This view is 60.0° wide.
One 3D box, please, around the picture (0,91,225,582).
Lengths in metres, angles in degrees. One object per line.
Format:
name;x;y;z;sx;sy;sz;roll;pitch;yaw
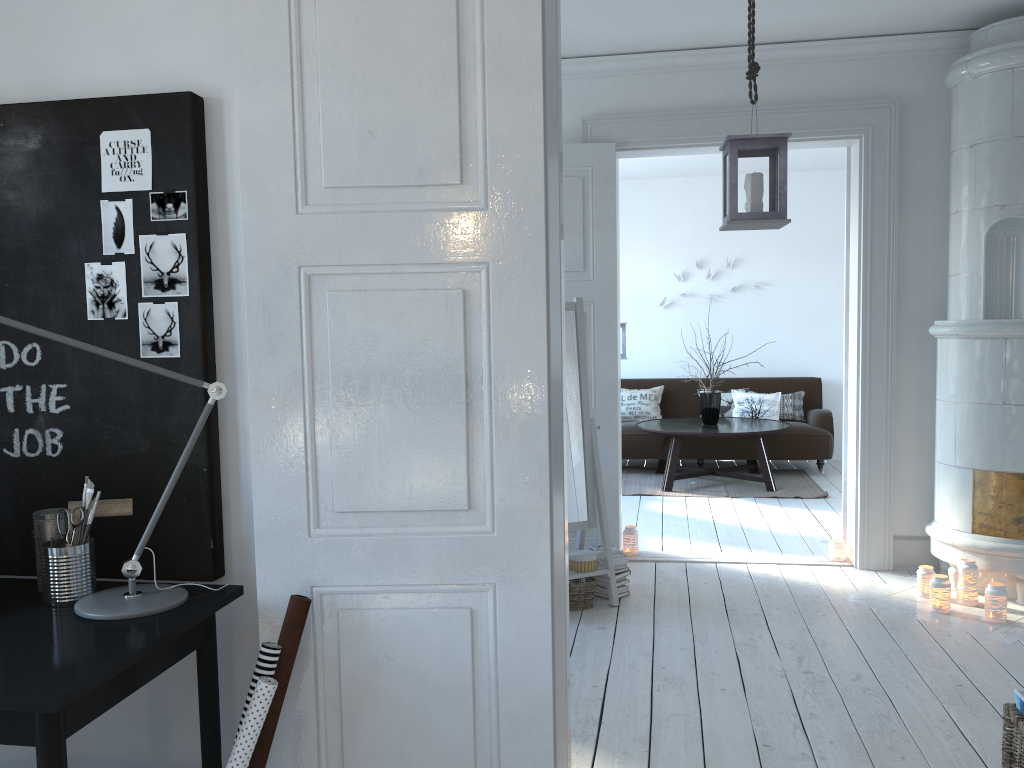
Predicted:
picture;-1.200;-0.098;2.218;0.953;1.174;0.063;0;5;10

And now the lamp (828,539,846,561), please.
lamp;1.835;0.938;5.004;0.093;0.110;0.093;1;5;27

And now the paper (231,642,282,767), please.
paper;-0.599;0.891;1.856;0.266;0.670;0.043;-4;5;-35

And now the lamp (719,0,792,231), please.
lamp;0.890;-1.469;3.257;0.228;1.764;0.228;-1;5;6

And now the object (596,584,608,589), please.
object;0.473;1.001;4.486;0.111;0.014;0.156;-4;4;-37

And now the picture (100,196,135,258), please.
picture;-0.944;-0.375;2.121;0.083;0.146;0.002;0;5;10

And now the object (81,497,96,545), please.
object;-0.963;0.368;1.981;0.009;0.222;0.082;3;6;39

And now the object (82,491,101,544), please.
object;-0.953;0.359;1.973;0.084;0.240;0.009;-2;5;-13

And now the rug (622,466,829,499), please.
rug;1.729;0.817;7.658;1.710;0.055;1.454;0;4;10

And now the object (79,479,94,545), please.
object;-0.965;0.346;1.990;0.062;0.264;0.012;-5;6;-38

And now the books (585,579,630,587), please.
books;0.479;0.989;4.471;0.132;0.017;0.186;-4;5;-43

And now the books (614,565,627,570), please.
books;0.477;0.908;4.469;0.128;0.016;0.176;-3;4;-24

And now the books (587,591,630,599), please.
books;0.485;1.051;4.481;0.128;0.016;0.178;-4;5;-42

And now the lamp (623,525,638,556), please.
lamp;0.697;0.919;5.208;0.089;0.166;0.089;0;4;9

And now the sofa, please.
sofa;1.855;0.373;8.375;2.165;0.826;0.967;0;4;10

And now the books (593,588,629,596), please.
books;0.480;1.034;4.479;0.128;0.016;0.176;-4;4;-39

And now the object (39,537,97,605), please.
object;-0.992;0.417;1.985;0.108;0.129;0.108;1;4;25

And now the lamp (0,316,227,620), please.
lamp;-0.923;0.129;1.882;0.616;0.717;0.229;-3;5;-19

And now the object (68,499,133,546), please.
object;-0.938;0.370;2.026;0.138;0.209;0.034;-2;5;-10

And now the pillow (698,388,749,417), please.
pillow;2.001;0.212;8.406;0.473;0.348;0.158;-1;4;8

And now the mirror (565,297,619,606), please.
mirror;0.165;0.328;4.286;0.610;1.491;0.416;-3;5;-25

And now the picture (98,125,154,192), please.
picture;-0.914;-0.535;2.103;0.147;0.154;0.004;0;5;10

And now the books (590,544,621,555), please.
books;0.470;0.833;4.471;0.111;0.014;0.156;-2;4;-11

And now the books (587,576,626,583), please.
books;0.471;0.969;4.475;0.167;0.022;0.128;2;5;44

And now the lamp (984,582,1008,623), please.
lamp;2.162;0.976;3.962;0.089;0.166;0.089;0;4;9

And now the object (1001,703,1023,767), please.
object;1.504;1.036;2.386;0.270;0.265;0.223;0;4;10

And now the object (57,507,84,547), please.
object;-1.001;0.377;1.994;0.081;0.199;0.050;2;5;35

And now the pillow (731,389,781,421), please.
pillow;2.277;0.205;8.282;0.471;0.309;0.188;0;4;10

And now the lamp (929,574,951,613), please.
lamp;1.984;0.971;4.108;0.089;0.166;0.089;0;4;11

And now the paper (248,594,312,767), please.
paper;-0.562;0.844;1.917;0.297;0.748;0.048;-4;5;-35

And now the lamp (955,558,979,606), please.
lamp;2.162;0.939;4.210;0.098;0.210;0.098;0;4;14

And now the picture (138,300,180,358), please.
picture;-0.845;-0.132;2.124;0.103;0.136;0.001;0;5;10

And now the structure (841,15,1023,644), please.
structure;2.316;-0.294;4.256;1.247;2.831;0.800;-4;5;-35

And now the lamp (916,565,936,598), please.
lamp;2.024;0.966;4.336;0.084;0.146;0.084;0;4;14

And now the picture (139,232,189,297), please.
picture;-0.828;-0.285;2.108;0.121;0.153;0.002;0;5;10

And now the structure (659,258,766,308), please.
structure;1.965;-0.997;8.714;1.025;0.479;0.085;0;5;10

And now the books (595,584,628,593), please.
books;0.479;1.017;4.475;0.128;0.016;0.180;-4;4;-35

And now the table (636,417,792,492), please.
table;1.719;0.595;7.614;1.300;0.504;1.298;-1;4;0

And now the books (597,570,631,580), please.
books;0.482;0.946;4.464;0.193;0.022;0.128;2;5;42

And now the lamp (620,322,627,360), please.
lamp;0.872;-1.094;7.652;0.228;1.764;0.228;-1;5;6

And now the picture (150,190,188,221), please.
picture;-0.811;-0.423;2.095;0.095;0.071;0.001;0;5;10

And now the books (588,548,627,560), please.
books;0.477;0.849;4.458;0.132;0.017;0.186;-2;4;-17

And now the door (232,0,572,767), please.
door;0.737;-0.049;2.033;2.599;2.509;0.577;0;5;10

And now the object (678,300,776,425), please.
object;1.801;-0.182;7.473;0.845;1.067;0.525;-3;5;-19

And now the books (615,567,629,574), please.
books;0.482;0.925;4.471;0.128;0.016;0.178;-4;4;-37

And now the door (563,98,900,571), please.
door;1.243;-0.239;4.996;2.599;2.509;0.577;0;5;10

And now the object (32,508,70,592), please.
object;-1.069;0.389;2.068;0.079;0.188;0.078;-2;4;-11

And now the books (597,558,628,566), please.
books;0.483;0.870;4.456;0.128;0.026;0.200;-2;4;-19

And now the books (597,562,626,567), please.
books;0.476;0.892;4.465;0.128;0.016;0.180;-2;4;-19

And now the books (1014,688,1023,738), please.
books;1.490;1.004;2.386;0.201;0.300;0.179;0;4;10

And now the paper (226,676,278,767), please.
paper;-0.608;0.912;1.799;0.283;0.627;0.041;-2;5;-12

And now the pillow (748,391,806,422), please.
pillow;2.494;0.209;8.359;0.542;0.288;0.182;0;4;11

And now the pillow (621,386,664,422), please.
pillow;1.213;0.205;8.581;0.519;0.367;0.238;0;4;9

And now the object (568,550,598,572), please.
object;0.345;0.859;4.306;0.142;0.075;0.142;-2;4;-6

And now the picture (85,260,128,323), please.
picture;-0.979;-0.223;2.139;0.107;0.150;0.001;0;5;10

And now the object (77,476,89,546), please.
object;-0.970;0.343;1.990;0.008;0.268;0.060;1;5;26

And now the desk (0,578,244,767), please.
desk;-1.244;0.873;1.874;1.159;0.760;0.650;0;4;10

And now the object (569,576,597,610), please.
object;0.293;1.006;4.344;0.185;0.140;0.295;-2;4;-18
